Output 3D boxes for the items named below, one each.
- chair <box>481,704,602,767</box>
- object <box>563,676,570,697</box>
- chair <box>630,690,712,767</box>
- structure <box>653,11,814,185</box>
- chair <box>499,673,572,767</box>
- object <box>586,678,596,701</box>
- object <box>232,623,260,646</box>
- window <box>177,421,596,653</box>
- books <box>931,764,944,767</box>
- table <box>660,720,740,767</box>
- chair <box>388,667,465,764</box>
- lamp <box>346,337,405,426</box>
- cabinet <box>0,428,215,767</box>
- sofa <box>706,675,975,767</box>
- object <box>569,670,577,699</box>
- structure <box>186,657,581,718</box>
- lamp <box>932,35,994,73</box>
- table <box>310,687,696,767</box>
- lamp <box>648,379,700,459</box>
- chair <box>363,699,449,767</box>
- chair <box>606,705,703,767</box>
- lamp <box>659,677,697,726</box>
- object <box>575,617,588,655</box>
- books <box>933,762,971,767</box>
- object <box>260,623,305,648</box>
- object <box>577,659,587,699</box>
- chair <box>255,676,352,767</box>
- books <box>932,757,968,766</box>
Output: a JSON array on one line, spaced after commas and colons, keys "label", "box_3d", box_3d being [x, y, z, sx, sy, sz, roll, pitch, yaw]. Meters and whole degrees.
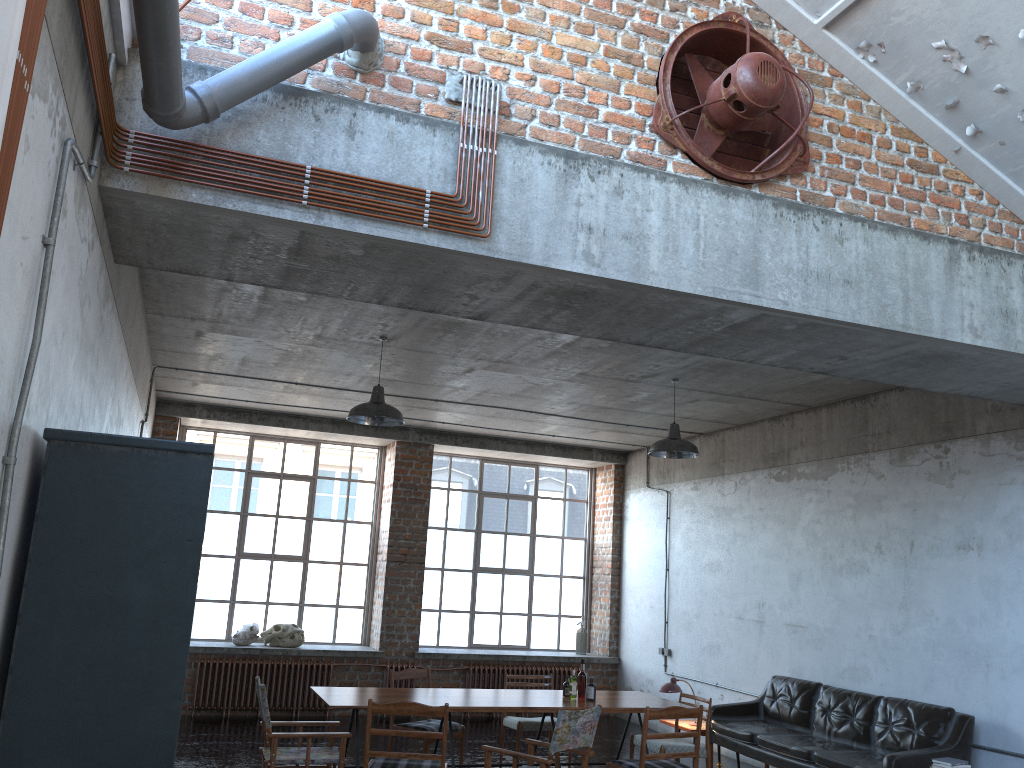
[{"label": "chair", "box_3d": [0.211, 2.857, 6.488, 0.713, 1.031, 0.574, -7, -16, 39]}, {"label": "object", "box_3d": [0.486, 2.658, 7.789, 0.077, 0.173, 0.077, 11, -15, -33]}, {"label": "chair", "box_3d": [1.435, 3.271, 7.912, 0.577, 0.971, 0.589, 8, -13, -19]}, {"label": "structure", "box_3d": [1.278, -1.686, 5.277, 1.058, 1.096, 0.808, 8, -13, -19]}, {"label": "chair", "box_3d": [0.227, 3.389, 8.760, 0.589, 0.971, 0.577, 8, -13, -19]}, {"label": "object", "box_3d": [0.683, 2.633, 7.648, 0.097, 0.180, 0.051, -8, -17, 41]}, {"label": "object", "box_3d": [-3.519, 3.310, 11.729, 0.281, 0.281, 0.575, 2, -12, 7]}, {"label": "window", "box_3d": [2.068, 4.567, 14.378, 19.864, 12.900, 0.747, 8, -13, -19]}, {"label": "books", "box_3d": [3.227, 2.822, 6.521, 0.209, 0.023, 0.167, 9, -14, -25]}, {"label": "table", "box_3d": [2.105, 3.910, 9.550, 0.811, 0.458, 0.649, 8, -13, -19]}, {"label": "chair", "box_3d": [-0.798, 3.198, 8.237, 0.509, 1.028, 0.573, -5, -15, 34]}, {"label": "lamp", "box_3d": [-1.158, -0.110, 7.784, 0.502, 0.891, 0.502, 7, -13, -15]}, {"label": "cabinet", "box_3d": [-1.829, 1.524, 4.015, 0.572, 2.297, 2.386, 8, -13, -19]}, {"label": "sofa", "box_3d": [2.840, 3.313, 8.069, 0.929, 1.045, 2.610, 8, -13, -19]}, {"label": "object", "box_3d": [0.533, 2.603, 7.692, 0.070, 0.235, 0.041, 8, -13, -20]}, {"label": "structure", "box_3d": [-1.490, 4.096, 11.869, 5.349, 0.713, 0.232, 8, -13, -19]}, {"label": "lamp", "box_3d": [2.843, -1.616, 2.441, 0.945, 2.025, 5.320, 4, -12, -1]}, {"label": "table", "box_3d": [-0.088, 3.098, 7.404, 3.112, 0.917, 1.067, 8, -13, -19]}, {"label": "lamp", "box_3d": [1.603, 0.260, 8.748, 0.502, 0.891, 0.502, 7, -13, -15]}, {"label": "chair", "box_3d": [-0.763, 2.797, 6.405, 0.573, 1.028, 0.509, 3, -12, 0]}, {"label": "chair", "box_3d": [1.105, 3.020, 6.936, 0.573, 1.028, 0.509, 10, -14, -29]}, {"label": "lamp", "box_3d": [1.799, 3.404, 9.518, 0.496, 0.492, 0.220, 10, -14, -27]}, {"label": "object", "box_3d": [1.053, 3.798, 13.393, 0.172, 0.551, 0.172, -2, -14, 24]}, {"label": "books", "box_3d": [3.231, 2.799, 6.516, 0.205, 0.020, 0.155, 8, -13, -19]}, {"label": "object", "box_3d": [-3.076, 3.344, 11.820, 0.625, 0.305, 0.418, -9, -17, 43]}, {"label": "object", "box_3d": [0.616, 2.582, 7.770, 0.075, 0.324, 0.075, 2, -12, 6]}, {"label": "chair", "box_3d": [-1.650, 2.826, 6.830, 0.713, 1.031, 0.574, 8, -13, -19]}, {"label": "books", "box_3d": [3.224, 2.779, 6.528, 0.201, 0.024, 0.159, 10, -14, -29]}]
